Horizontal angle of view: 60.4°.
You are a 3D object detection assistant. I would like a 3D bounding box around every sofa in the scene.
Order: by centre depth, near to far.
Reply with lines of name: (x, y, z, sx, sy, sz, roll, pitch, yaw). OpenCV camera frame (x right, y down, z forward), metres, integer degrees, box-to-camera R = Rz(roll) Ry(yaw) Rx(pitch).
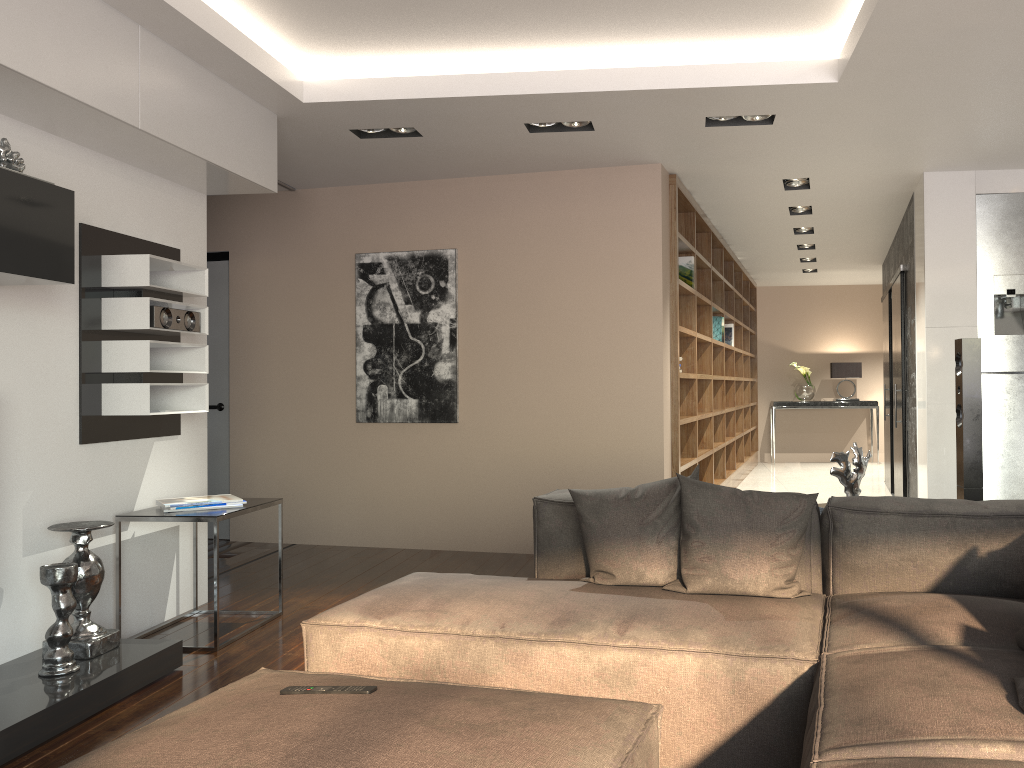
sofa: (0.534, 0.742, 2.194, 2.653, 0.704, 2.561, -1, 0, 18)

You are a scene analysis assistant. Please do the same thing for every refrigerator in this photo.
refrigerator: (3.561, -0.085, 6.038, 0.863, 2.343, 0.591, 0, -1, 7)

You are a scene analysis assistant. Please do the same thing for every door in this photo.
door: (-2.480, 0.088, 6.534, 0.972, 2.093, 0.158, -1, -1, 16)
door: (3.674, 0.063, 8.483, 0.125, 2.056, 2.934, -1, 0, 20)

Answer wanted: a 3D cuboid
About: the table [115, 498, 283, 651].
table: (-1.393, 0.836, 3.992, 0.444, 0.563, 0.609, 0, 0, 9)

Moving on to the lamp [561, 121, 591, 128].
lamp: (0.344, -1.439, 4.763, 0.176, 0.077, 0.177, 0, 0, 3)

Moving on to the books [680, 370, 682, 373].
books: (1.084, -0.088, 6.155, 0.159, 0.022, 0.200, 0, 0, -11)

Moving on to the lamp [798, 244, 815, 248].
lamp: (3.040, -1.444, 9.082, 0.171, 0.077, 0.182, -1, 0, 18)

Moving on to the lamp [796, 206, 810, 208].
lamp: (2.302, -1.446, 7.028, 0.186, 0.077, 0.167, 0, 0, -37)

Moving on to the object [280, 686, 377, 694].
object: (-0.406, 0.677, 1.948, 0.205, 0.015, 0.051, 0, 0, 5)

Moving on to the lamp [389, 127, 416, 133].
lamp: (-0.603, -1.431, 4.851, 0.176, 0.077, 0.177, 0, 0, 3)

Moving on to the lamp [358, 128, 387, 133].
lamp: (-0.781, -1.430, 4.867, 0.173, 0.077, 0.181, -1, 0, 14)

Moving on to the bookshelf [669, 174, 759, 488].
bookshelf: (2.107, -0.139, 9.009, 0.281, 2.490, 6.751, -1, 0, 20)

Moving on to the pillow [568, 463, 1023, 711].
pillow: (1.132, 0.486, 2.536, 1.107, 0.431, 2.002, 0, 0, -28)

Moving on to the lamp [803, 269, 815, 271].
lamp: (3.707, -1.443, 10.955, 0.171, 0.077, 0.182, -1, 0, 18)

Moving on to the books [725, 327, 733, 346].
books: (2.262, -0.497, 9.335, 0.150, 0.205, 0.023, -1, -1, 16)

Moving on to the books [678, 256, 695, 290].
books: (1.289, -0.840, 6.689, 0.187, 0.248, 0.044, -1, -1, 16)

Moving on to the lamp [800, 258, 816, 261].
lamp: (3.376, -1.443, 10.020, 0.171, 0.077, 0.182, -1, 0, 18)

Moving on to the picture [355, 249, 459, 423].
picture: (-0.718, -0.319, 5.976, 0.731, 1.165, 0.029, -1, -1, 15)

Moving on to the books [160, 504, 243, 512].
books: (-1.405, 0.549, 3.976, 0.334, 0.011, 0.241, 0, 0, -28)

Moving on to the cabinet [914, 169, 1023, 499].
cabinet: (4.361, -0.181, 2.791, 4.387, 2.501, 7.017, 0, 0, 10)

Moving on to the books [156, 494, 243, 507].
books: (-1.416, 0.528, 3.984, 0.335, 0.011, 0.240, 0, 0, -33)

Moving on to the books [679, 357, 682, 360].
books: (1.084, -0.173, 6.155, 0.159, 0.020, 0.200, 0, 0, -11)

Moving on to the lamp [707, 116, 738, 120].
lamp: (1.125, -1.445, 4.690, 0.173, 0.077, 0.181, -1, 0, 14)

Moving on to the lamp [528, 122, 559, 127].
lamp: (0.166, -1.437, 4.779, 0.173, 0.077, 0.181, -1, 0, 14)

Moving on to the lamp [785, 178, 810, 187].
lamp: (2.029, -1.446, 6.262, 0.186, 0.077, 0.167, 0, 0, -36)

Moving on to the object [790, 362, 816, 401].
object: (4.064, -0.037, 12.245, 0.333, 0.546, 0.285, 0, -1, -17)

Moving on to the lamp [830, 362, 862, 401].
lamp: (4.617, -0.032, 12.158, 0.394, 0.528, 0.290, 0, -1, 7)

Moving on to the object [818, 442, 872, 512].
object: (1.441, 0.388, 3.698, 0.296, 0.288, 0.273, 0, 0, -22)

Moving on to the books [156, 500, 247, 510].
books: (-1.408, 0.538, 3.985, 0.336, 0.011, 0.239, 0, 0, -37)

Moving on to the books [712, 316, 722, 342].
books: (1.920, -0.526, 8.462, 0.195, 0.260, 0.015, -1, -1, 16)

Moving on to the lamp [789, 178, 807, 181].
lamp: (1.966, -1.446, 6.088, 0.186, 0.077, 0.167, 0, 0, -37)

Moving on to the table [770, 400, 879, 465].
table: (4.324, 0.668, 12.211, 1.414, 0.866, 0.451, 0, -1, 6)

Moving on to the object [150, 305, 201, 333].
object: (-1.528, -0.288, 3.938, 0.071, 0.094, 0.366, 0, 0, 11)

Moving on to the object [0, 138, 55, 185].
object: (-1.734, -0.749, 2.857, 0.320, 0.177, 0.327, 0, 0, 8)

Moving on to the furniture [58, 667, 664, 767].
furniture: (-0.345, 0.876, 1.614, 1.061, 0.440, 1.131, -1, 0, 18)

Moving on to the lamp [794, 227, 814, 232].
lamp: (2.701, -1.445, 8.138, 0.171, 0.077, 0.182, -1, 0, 18)

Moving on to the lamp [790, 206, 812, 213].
lamp: (2.364, -1.446, 7.202, 0.186, 0.077, 0.167, 0, 0, -36)

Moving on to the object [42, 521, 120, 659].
object: (-1.619, 0.767, 3.303, 0.220, 0.482, 0.219, 0, -1, 2)

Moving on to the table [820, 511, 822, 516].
table: (1.310, 0.814, 3.677, 0.594, 0.563, 0.456, 0, -1, 8)

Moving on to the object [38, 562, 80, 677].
object: (-1.584, 0.820, 3.078, 0.122, 0.372, 0.123, 0, -1, 3)

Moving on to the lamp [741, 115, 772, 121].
lamp: (1.303, -1.446, 4.674, 0.185, 0.077, 0.169, 0, 0, -27)

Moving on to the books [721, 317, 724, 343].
books: (1.948, -0.519, 8.477, 0.188, 0.245, 0.029, -1, -1, 16)

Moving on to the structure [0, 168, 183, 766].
structure: (-1.826, 0.221, 2.054, 0.473, 1.766, 2.927, 0, 0, 11)

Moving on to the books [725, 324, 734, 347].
books: (2.267, -0.516, 9.356, 0.170, 0.244, 0.019, -1, -1, 16)

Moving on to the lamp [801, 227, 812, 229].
lamp: (2.639, -1.445, 7.964, 0.174, 0.077, 0.180, 0, 0, 11)
